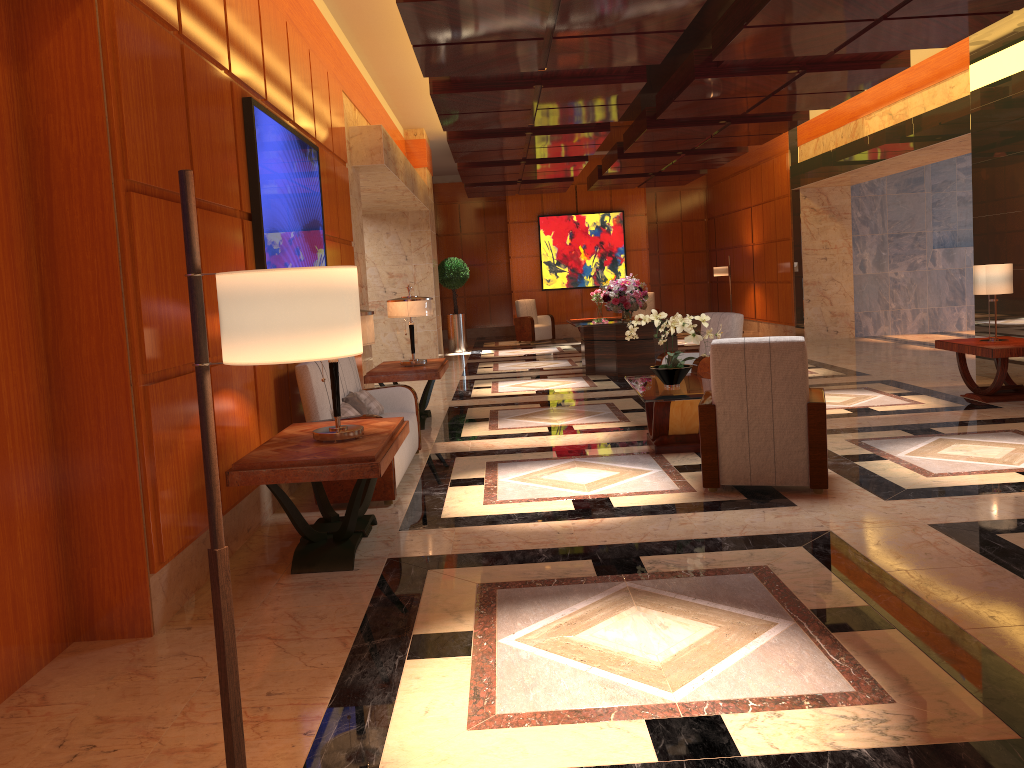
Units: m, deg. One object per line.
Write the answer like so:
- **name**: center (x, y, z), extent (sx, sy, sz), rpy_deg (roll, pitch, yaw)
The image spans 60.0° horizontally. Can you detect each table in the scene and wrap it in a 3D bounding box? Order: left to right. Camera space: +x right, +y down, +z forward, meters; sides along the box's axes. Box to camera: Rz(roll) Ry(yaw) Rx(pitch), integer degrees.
- **table**: center (-0.968, 0.589, 4.790), extent (0.725, 0.605, 1.275), rpy_deg (-3, 6, 0)
- **table**: center (-1.028, 0.107, 9.000), extent (0.725, 0.605, 1.275), rpy_deg (-3, 6, 0)
- **table**: center (1.789, -1.062, 17.982), extent (1.167, 0.532, 0.727), rpy_deg (-3, 6, -1)
- **table**: center (1.662, -0.557, 12.748), extent (1.600, 0.742, 1.606), rpy_deg (-3, 6, 0)
- **table**: center (1.336, 0.250, 7.044), extent (0.722, 0.494, 1.566), rpy_deg (-3, 6, 3)
- **table**: center (4.656, -0.133, 8.441), extent (0.725, 0.532, 1.172), rpy_deg (-3, 6, 2)

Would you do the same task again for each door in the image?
- **door**: center (-1.733, -0.167, 2.831), extent (0.340, 2.643, 1.543), rpy_deg (-3, 5, 0)

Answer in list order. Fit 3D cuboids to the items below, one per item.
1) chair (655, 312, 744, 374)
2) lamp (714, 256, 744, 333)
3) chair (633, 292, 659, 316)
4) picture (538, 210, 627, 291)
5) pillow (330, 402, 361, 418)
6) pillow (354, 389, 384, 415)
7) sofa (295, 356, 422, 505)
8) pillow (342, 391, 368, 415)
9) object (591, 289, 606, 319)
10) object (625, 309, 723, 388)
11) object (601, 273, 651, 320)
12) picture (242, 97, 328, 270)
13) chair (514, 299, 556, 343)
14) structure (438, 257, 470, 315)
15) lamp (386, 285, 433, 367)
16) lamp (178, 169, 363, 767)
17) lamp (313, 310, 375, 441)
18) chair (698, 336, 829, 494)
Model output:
- **chair**: center (1.823, -0.193, 8.515), extent (0.629, 0.958, 0.739), rpy_deg (-5, 6, -21)
- **lamp**: center (4.583, -1.894, 18.864), extent (0.527, 1.656, 0.361), rpy_deg (-4, 4, -11)
- **chair**: center (2.918, -1.583, 20.005), extent (0.737, 0.958, 0.631), rpy_deg (-2, 5, 18)
- **picture**: center (1.638, -3.083, 20.517), extent (1.996, 1.731, 0.057), rpy_deg (-3, 4, -1)
- **pillow**: center (-1.105, 0.251, 6.025), extent (0.195, 0.226, 0.345), rpy_deg (-3, 6, 5)
- **pillow**: center (-1.111, 0.156, 6.905), extent (0.202, 0.229, 0.274), rpy_deg (-3, 6, 2)
- **sofa**: center (-1.069, 0.226, 6.481), extent (0.612, 0.929, 1.805), rpy_deg (-3, 6, 0)
- **pillow**: center (-1.140, 0.195, 6.457), extent (0.160, 0.252, 0.359), rpy_deg (-4, 6, -4)
- **object**: center (1.770, -1.628, 17.970), extent (0.350, 0.594, 0.328), rpy_deg (-2, 5, 19)
- **object**: center (1.248, -0.285, 6.883), extent (0.789, 0.615, 0.418), rpy_deg (-6, 6, -23)
- **object**: center (1.622, -1.252, 12.677), extent (0.650, 0.656, 0.682), rpy_deg (-4, 6, -9)
- **picture**: center (-1.567, -1.120, 6.382), extent (0.056, 1.447, 2.003), rpy_deg (-3, 6, 0)
- **chair**: center (0.489, -1.435, 19.978), extent (0.740, 0.958, 0.629), rpy_deg (-8, 7, -41)
- **structure**: center (-1.188, -1.770, 18.256), extent (0.722, 1.707, 0.723), rpy_deg (-5, 5, -22)
- **lamp**: center (-1.000, -0.584, 8.813), extent (0.458, 0.807, 0.460), rpy_deg (-3, 5, 9)
- **lamp**: center (-0.569, 0.359, 1.976), extent (0.527, 1.656, 0.361), rpy_deg (-4, 4, -11)
- **lamp**: center (-0.940, -0.118, 4.670), extent (0.460, 0.791, 0.459), rpy_deg (-7, 6, -38)
- **chair**: center (1.568, 0.165, 5.539), extent (0.737, 0.958, 0.631), rpy_deg (-2, 5, 18)
